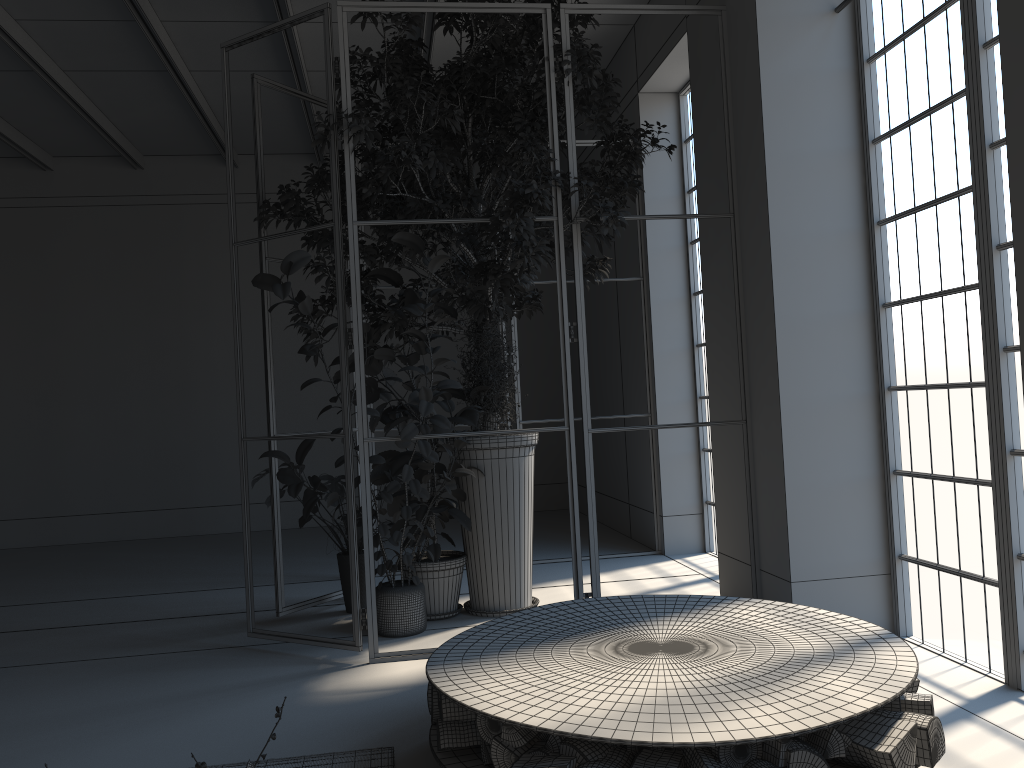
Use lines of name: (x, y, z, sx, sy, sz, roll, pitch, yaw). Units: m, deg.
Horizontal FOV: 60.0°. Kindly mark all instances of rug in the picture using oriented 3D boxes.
rug: (-1.241, 1.389, 1.982, 1.961, 0.007, 2.524, -3, -1, -8)

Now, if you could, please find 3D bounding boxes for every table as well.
table: (0.553, 1.131, 3.194, 1.709, 0.387, 1.708, -3, -1, -17)

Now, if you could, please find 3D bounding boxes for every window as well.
window: (2.178, -0.655, 2.428, 0.070, 3.834, 9.755, -3, -1, -8)

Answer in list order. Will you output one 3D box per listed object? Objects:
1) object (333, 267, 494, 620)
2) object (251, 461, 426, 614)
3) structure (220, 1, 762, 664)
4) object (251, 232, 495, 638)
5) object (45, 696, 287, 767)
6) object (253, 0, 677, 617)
object: (-0.626, 0.355, 5.618, 1.270, 2.157, 0.868, -4, -2, 22)
object: (-1.076, 0.981, 5.669, 1.125, 1.001, 0.920, -3, -1, -11)
structure: (-0.177, -0.258, 5.871, 2.994, 3.454, 2.452, -3, -1, -8)
object: (-0.728, 0.354, 4.970, 1.253, 2.183, 1.309, -3, -1, 3)
object: (-0.265, 0.643, 0.836, 0.443, 0.709, 0.194, -4, -2, 32)
object: (-0.281, -0.649, 5.431, 2.243, 4.154, 2.486, -2, -2, -37)
